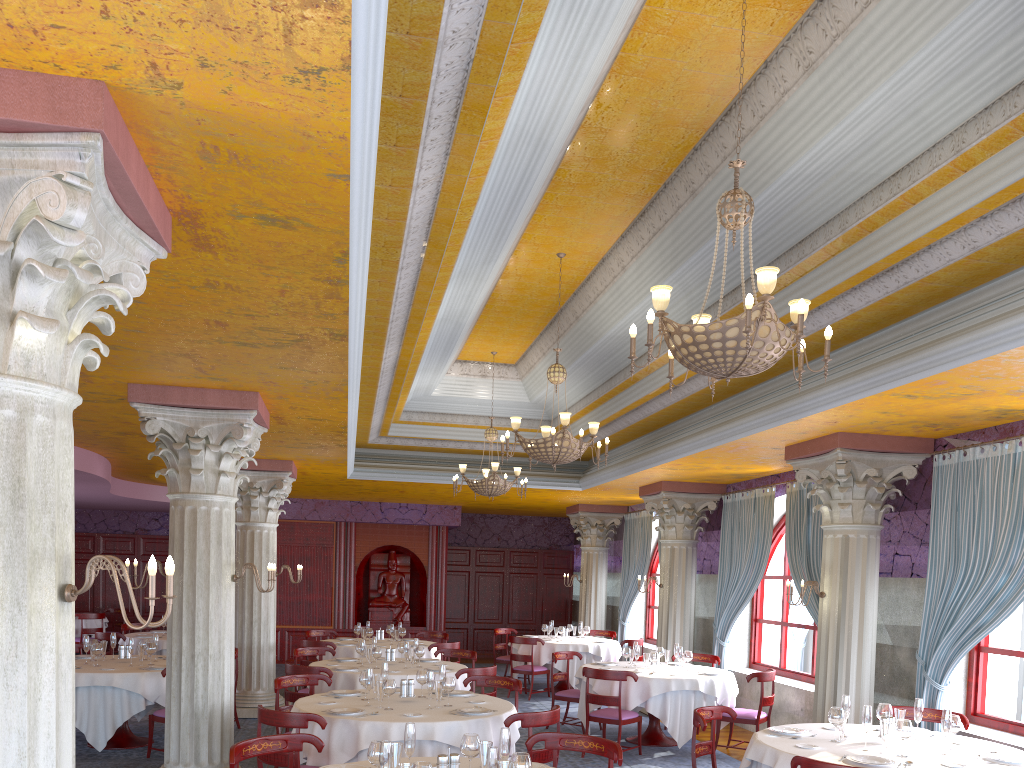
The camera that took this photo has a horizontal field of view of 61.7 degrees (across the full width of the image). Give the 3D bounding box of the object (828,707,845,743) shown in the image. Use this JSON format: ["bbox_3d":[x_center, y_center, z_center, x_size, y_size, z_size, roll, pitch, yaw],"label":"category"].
[{"bbox_3d":[2.460,2.587,6.500,0.122,0.265,0.122,2,0,3],"label":"object"}]

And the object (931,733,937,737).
[{"bbox_3d":[3.408,2.834,6.922,0.027,0.013,0.236,-5,-14,33],"label":"object"}]

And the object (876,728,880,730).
[{"bbox_3d":[3.075,2.866,7.129,0.055,0.019,0.261,-6,-15,37],"label":"object"}]

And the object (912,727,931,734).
[{"bbox_3d":[3.268,2.850,7.041,0.313,0.024,0.319,4,-13,-11],"label":"object"}]

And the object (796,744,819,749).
[{"bbox_3d":[2.159,2.649,6.256,0.158,0.009,0.162,0,-13,9],"label":"object"}]

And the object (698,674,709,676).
[{"bbox_3d":[2.418,3.639,10.703,0.233,0.013,0.028,-7,-13,34],"label":"object"}]

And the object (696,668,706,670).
[{"bbox_3d":[2.531,3.807,11.441,0.159,0.009,0.161,-8,-16,38],"label":"object"}]

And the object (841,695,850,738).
[{"bbox_3d":[2.606,2.599,6.696,0.073,0.336,0.073,3,2,25],"label":"object"}]

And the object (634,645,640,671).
[{"bbox_3d":[1.607,3.523,11.018,0.074,0.336,0.073,2,2,3],"label":"object"}]

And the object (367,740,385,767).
[{"bbox_3d":[-0.729,2.086,4.685,0.122,0.265,0.122,2,0,-20],"label":"object"}]

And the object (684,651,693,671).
[{"bbox_3d":[2.292,3.611,11.160,0.123,0.265,0.122,2,0,-42],"label":"object"}]

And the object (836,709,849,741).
[{"bbox_3d":[2.539,2.622,6.587,0.086,0.238,0.085,1,1,-31],"label":"object"}]

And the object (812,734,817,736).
[{"bbox_3d":[2.389,2.764,6.746,0.029,0.011,0.141,-6,-15,35],"label":"object"}]

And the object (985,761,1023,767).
[{"bbox_3d":[3.359,2.593,5.840,0.233,0.013,0.028,-7,-13,34],"label":"object"}]

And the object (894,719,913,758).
[{"bbox_3d":[2.744,2.488,6.013,0.122,0.265,0.122,2,0,3],"label":"object"}]

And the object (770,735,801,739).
[{"bbox_3d":[2.117,2.727,6.636,0.258,0.020,0.055,-8,-14,38],"label":"object"}]

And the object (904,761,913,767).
[{"bbox_3d":[2.609,2.531,5.680,0.055,0.019,0.261,-6,-15,37],"label":"object"}]

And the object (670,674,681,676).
[{"bbox_3d":[2.035,3.611,10.625,0.159,0.009,0.162,-5,-14,28],"label":"object"}]

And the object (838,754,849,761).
[{"bbox_3d":[2.277,2.570,5.888,0.027,0.013,0.236,-5,-14,33],"label":"object"}]

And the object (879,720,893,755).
[{"bbox_3d":[2.657,2.516,6.092,0.086,0.238,0.085,1,1,-31],"label":"object"}]

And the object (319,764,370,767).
[{"bbox_3d":[-0.984,2.269,5.014,0.312,0.024,0.320,0,-13,9],"label":"object"}]

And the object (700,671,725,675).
[{"bbox_3d":[2.539,3.667,10.842,0.313,0.024,0.319,4,-13,-11],"label":"object"}]

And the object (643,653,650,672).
[{"bbox_3d":[1.717,3.561,10.955,0.085,0.238,0.085,2,1,14],"label":"object"}]

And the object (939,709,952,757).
[{"bbox_3d":[3.089,2.482,6.098,0.074,0.336,0.073,1,2,-20],"label":"object"}]

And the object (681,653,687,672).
[{"bbox_3d":[2.212,3.603,11.074,0.086,0.238,0.085,1,1,-31],"label":"object"}]

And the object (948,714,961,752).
[{"bbox_3d":[3.232,2.566,6.297,0.122,0.265,0.122,2,0,-20],"label":"object"}]

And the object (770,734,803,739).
[{"bbox_3d":[2.137,2.743,6.670,0.254,0.003,0.022,-6,-15,33],"label":"object"}]

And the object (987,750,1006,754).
[{"bbox_3d":[3.567,2.670,6.173,0.258,0.020,0.055,-8,-14,38],"label":"object"}]

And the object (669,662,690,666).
[{"bbox_3d":[2.328,3.896,11.904,0.313,0.024,0.319,4,-13,-11],"label":"object"}]

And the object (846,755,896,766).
[{"bbox_3d":[2.416,2.542,5.767,0.312,0.024,0.320,0,-13,9],"label":"object"}]

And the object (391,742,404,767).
[{"bbox_3d":[-0.650,2.121,4.772,0.086,0.238,0.085,1,1,-31],"label":"object"}]

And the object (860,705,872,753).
[{"bbox_3d":[2.548,2.478,6.155,0.073,0.336,0.073,3,2,25],"label":"object"}]

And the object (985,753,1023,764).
[{"bbox_3d":[3.479,2.622,5.980,0.312,0.024,0.320,0,-13,9],"label":"object"}]

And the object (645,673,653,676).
[{"bbox_3d":[1.669,3.576,10.543,0.055,0.019,0.261,-6,-15,37],"label":"object"}]

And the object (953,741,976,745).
[{"bbox_3d":[3.472,2.762,6.578,0.158,0.009,0.162,0,-13,9],"label":"object"}]

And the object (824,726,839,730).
[{"bbox_3d":[2.656,2.846,7.073,0.158,0.009,0.162,0,-13,9],"label":"object"}]

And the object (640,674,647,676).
[{"bbox_3d":[1.635,3.588,10.562,0.022,0.003,0.258,-6,-15,32],"label":"object"}]

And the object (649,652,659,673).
[{"bbox_3d":[1.804,3.533,10.876,0.123,0.265,0.122,2,0,-42],"label":"object"}]

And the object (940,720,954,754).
[{"bbox_3d":[3.152,2.558,6.212,0.086,0.238,0.085,1,1,-31],"label":"object"}]

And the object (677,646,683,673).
[{"bbox_3d":[2.148,3.527,10.961,0.073,0.336,0.073,3,2,25],"label":"object"}]

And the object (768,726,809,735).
[{"bbox_3d":[2.206,2.770,6.829,0.313,0.024,0.319,4,-13,-11],"label":"object"}]

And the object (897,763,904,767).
[{"bbox_3d":[2.576,2.543,5.699,0.022,0.003,0.258,-6,-15,32],"label":"object"}]

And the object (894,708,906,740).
[{"bbox_3d":[3.034,2.663,6.706,0.085,0.238,0.085,2,1,14],"label":"object"}]

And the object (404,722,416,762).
[{"bbox_3d":[-0.584,2.098,4.881,0.074,0.336,0.073,1,2,-20],"label":"object"}]

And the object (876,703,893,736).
[{"bbox_3d":[2.948,2.665,6.785,0.122,0.265,0.122,2,0,-20],"label":"object"}]

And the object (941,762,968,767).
[{"bbox_3d":[2.976,2.566,5.762,0.159,0.009,0.162,4,-13,-11],"label":"object"}]

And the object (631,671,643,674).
[{"bbox_3d":[1.476,3.587,10.630,0.313,0.024,0.319,4,-13,-11],"label":"object"}]

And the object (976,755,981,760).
[{"bbox_3d":[3.295,2.641,6.063,0.029,0.011,0.141,-6,-15,35],"label":"object"}]

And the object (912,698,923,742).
[{"bbox_3d":[3.147,2.603,6.639,0.073,0.336,0.073,3,2,25],"label":"object"}]

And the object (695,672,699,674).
[{"bbox_3d":[2.355,3.687,10.926,0.029,0.011,0.141,-6,-15,35],"label":"object"}]
